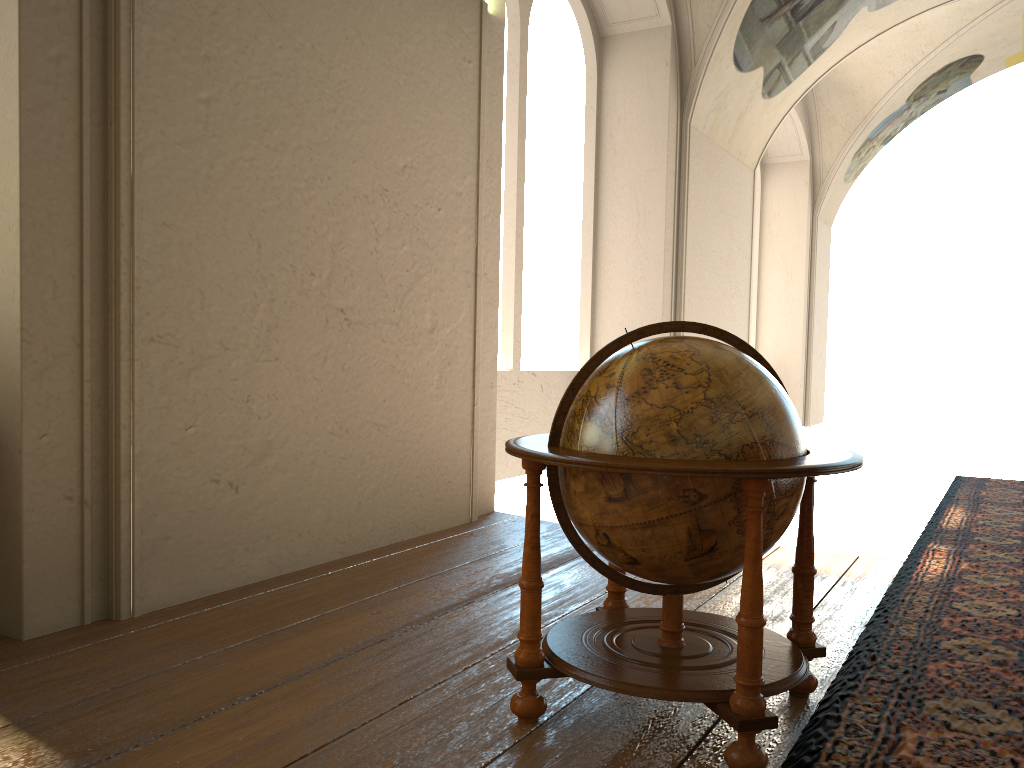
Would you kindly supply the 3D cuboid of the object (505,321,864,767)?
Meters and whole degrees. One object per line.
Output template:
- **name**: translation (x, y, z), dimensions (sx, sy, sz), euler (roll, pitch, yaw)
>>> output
- **object**: translation (0.609, 0.492, 3.295), dimensions (1.279, 1.450, 1.277), euler (0, 3, -23)
